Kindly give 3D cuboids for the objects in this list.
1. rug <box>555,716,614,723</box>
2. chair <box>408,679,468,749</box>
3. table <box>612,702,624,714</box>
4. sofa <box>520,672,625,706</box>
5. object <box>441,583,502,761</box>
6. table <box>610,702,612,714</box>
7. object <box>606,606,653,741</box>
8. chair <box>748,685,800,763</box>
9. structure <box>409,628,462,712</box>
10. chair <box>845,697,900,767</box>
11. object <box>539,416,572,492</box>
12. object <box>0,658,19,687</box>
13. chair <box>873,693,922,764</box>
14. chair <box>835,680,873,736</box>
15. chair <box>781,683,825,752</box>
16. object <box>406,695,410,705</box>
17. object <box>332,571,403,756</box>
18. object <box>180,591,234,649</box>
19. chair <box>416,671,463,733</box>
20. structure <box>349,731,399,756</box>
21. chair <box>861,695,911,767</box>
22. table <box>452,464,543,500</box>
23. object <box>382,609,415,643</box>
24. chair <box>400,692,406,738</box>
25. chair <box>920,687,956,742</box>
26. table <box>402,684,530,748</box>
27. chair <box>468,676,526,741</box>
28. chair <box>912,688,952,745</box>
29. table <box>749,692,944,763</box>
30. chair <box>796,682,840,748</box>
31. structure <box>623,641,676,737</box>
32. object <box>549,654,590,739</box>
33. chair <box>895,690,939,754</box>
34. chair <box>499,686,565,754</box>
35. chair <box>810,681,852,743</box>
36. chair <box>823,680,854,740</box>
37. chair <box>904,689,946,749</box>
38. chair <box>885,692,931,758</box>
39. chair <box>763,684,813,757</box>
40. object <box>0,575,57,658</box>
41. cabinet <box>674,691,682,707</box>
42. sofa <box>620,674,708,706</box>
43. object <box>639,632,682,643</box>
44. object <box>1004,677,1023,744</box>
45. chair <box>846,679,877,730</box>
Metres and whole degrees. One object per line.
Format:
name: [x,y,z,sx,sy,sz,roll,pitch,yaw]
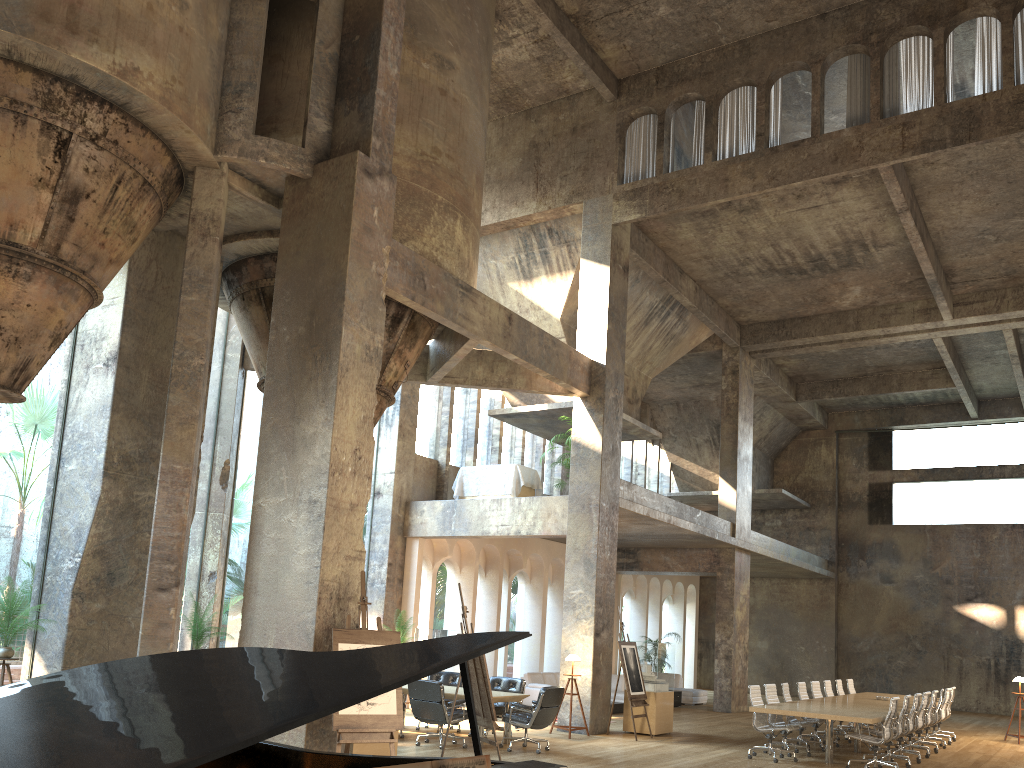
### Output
rug: [0.600,6.355,16.773,2.474,0.009,1.374,-7,-19,33]
chair: [-0.969,4.478,11.974,0.734,0.872,0.836,-6,-15,40]
table: [1.817,6.855,18.641,0.794,0.198,1.133,-6,-18,32]
sofa: [1.675,6.829,19.532,2.073,0.705,2.989,-6,-18,32]
object: [-0.463,3.351,9.999,0.689,2.099,0.712,8,-10,-24]
table: [1.617,6.737,18.339,0.863,0.241,0.377,-7,-17,33]
object: [1.918,4.733,14.443,0.686,2.099,0.715,-2,-11,32]
chair: [3.764,4.887,12.671,0.703,1.003,0.677,-5,-14,38]
structure: [-1.411,5.397,16.543,0.596,1.513,0.757,-3,-12,33]
chair: [2.555,5.058,13.517,13.010,1.008,32.154,-7,-18,32]
object: [1.318,1.374,16.657,1.410,1.769,1.381,-6,-14,39]
object: [-5.678,3.571,9.871,0.659,0.951,0.583,-2,-12,27]
chair: [5.914,5.233,13.454,0.703,1.003,0.677,-5,-14,38]
chair: [6.647,6.298,17.108,0.702,1.003,0.678,-5,-13,36]
chair: [4.665,5.344,14.115,0.701,1.003,0.679,-4,-13,33]
object: [-2.168,5.610,16.426,0.658,0.951,0.584,4,-10,-2]
object: [-1.404,2.843,8.383,0.708,2.099,0.693,9,-10,-30]
object: [-4.231,3.285,11.973,0.863,0.919,0.701,-5,-14,36]
chair: [-1.108,4.974,13.781,0.729,0.872,0.842,2,-12,7]
structure: [-1.797,3.801,9.949,0.746,0.992,0.750,-4,-13,33]
chair: [5.415,4.992,12.695,0.702,1.003,0.678,-5,-13,36]
table: [-0.296,2.086,17.726,1.757,0.783,1.138,-6,-16,33]
object: [-2.167,4.696,16.589,0.688,0.919,0.879,-2,-13,24]
chair: [-1.902,4.594,12.586,0.732,0.872,0.838,-4,-14,34]
chair: [8.296,6.403,17.134,0.703,1.003,0.677,-5,-14,38]
table: [-1.064,4.832,12.920,2.421,0.684,1.127,-7,-17,33]
chair: [-0.246,4.878,13.253,0.731,0.872,0.840,-2,-13,27]
chair: [7.850,6.173,16.405,0.704,1.003,0.676,-6,-14,41]
table: [6.017,5.749,14.806,1.608,0.741,7.873,-6,-18,32]
chair: [5.178,5.588,14.881,0.703,1.003,0.677,-5,-14,38]
structure: [2.371,5.233,15.151,0.596,1.513,0.757,-3,-12,33]
object: [0.871,4.989,14.110,0.572,1.268,0.671,-3,-12,33]
chair: [6.884,5.701,14.922,0.703,1.003,0.677,-5,-14,38]
chair: [0.235,4.577,12.073,0.823,0.873,0.746,-3,-13,29]
chair: [5.660,5.820,15.606,0.704,1.003,0.676,-6,-14,41]
chair: [6.148,6.056,16.350,0.703,1.003,0.677,-5,-14,38]
chair: [7.383,5.948,15.698,0.701,1.003,0.679,-4,-13,33]
chair: [6.402,5.470,14.197,0.704,1.003,0.676,-6,-14,41]
chair: [4.205,5.118,13.403,0.704,1.003,0.676,-6,-14,41]
object: [-5.589,2.640,9.954,0.869,0.919,0.696,12,-14,-35]
cabinet: [3.588,7.527,20.977,0.397,0.361,1.594,-5,-17,32]
sofa: [3.965,7.935,23.000,2.077,0.705,1.093,-6,-17,32]
object: [4.016,7.849,24.680,1.410,1.772,1.381,-6,-14,39]
object: [10.027,6.474,17.478,0.662,1.269,0.580,8,-10,-23]
chair: [7.166,6.547,17.890,0.703,1.003,0.677,-5,-14,39]
